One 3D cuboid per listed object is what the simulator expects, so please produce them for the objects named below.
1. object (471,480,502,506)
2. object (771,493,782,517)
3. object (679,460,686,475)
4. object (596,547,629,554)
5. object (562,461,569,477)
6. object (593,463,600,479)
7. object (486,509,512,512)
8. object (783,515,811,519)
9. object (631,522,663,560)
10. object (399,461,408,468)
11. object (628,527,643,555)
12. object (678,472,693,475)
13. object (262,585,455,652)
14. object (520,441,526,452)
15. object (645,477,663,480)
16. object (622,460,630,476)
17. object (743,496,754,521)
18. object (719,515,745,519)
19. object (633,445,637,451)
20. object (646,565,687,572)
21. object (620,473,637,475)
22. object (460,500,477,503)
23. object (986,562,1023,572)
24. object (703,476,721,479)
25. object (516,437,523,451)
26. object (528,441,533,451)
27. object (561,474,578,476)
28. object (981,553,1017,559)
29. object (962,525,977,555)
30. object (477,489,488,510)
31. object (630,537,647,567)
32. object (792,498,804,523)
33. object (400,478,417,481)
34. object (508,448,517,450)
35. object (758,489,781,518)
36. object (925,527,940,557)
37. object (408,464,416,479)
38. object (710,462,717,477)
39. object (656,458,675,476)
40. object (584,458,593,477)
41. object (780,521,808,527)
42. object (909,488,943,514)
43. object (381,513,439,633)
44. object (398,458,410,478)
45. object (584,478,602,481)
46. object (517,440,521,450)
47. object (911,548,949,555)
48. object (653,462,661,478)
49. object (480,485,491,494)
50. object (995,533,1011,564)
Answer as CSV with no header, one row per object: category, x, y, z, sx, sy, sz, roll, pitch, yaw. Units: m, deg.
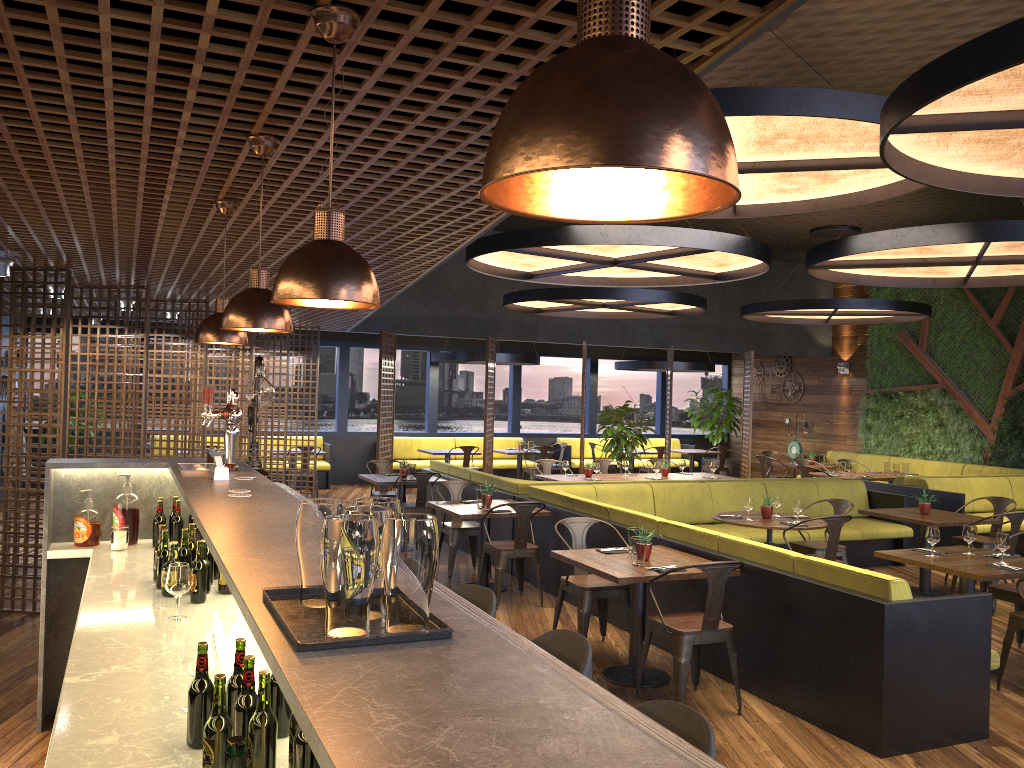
object,-0.223,1.011,8.328,0.260,0.271,0.238,2,-1,-22
object,2.458,1.123,8.238,0.097,0.206,0.097,2,-1,15
object,2.359,1.156,12.260,0.097,0.206,0.097,1,-1,22
object,0.719,1.145,6.122,0.255,0.019,0.157,2,-1,-24
object,0.695,1.101,11.530,0.097,0.206,0.097,1,-1,22
object,1.080,1.110,11.329,0.097,0.206,0.097,1,-1,22
object,-0.139,1.137,7.998,0.255,0.019,0.157,2,-1,-24
object,2.610,1.221,8.156,0.255,0.019,0.157,2,-1,-21
object,0.860,1.020,5.829,0.238,0.271,0.260,2,-1,-2
object,-1.341,1.048,10.951,0.102,0.178,0.102,2,-1,-8
object,0.832,1.067,5.998,0.102,0.178,0.102,2,-1,-38
object,2.431,1.253,12.416,0.157,0.019,0.255,2,-1,-23
object,-0.310,0.438,1.701,0.273,0.019,0.437,2,-1,-24
object,0.194,1.139,16.149,0.102,0.178,0.102,2,-1,-38
object,1.834,1.228,11.536,0.157,0.019,0.255,2,-1,-23
object,1.527,1.128,11.895,0.097,0.206,0.097,1,-1,22
object,2.111,1.110,7.919,0.097,0.206,0.097,1,-1,18
object,2.015,1.203,8.065,0.255,0.019,0.157,2,-1,9
object,2.373,1.210,17.103,0.102,0.178,0.102,2,-1,-38
object,0.945,1.146,5.525,0.255,0.019,0.157,2,-1,-24
object,1.600,1.226,12.051,0.157,0.019,0.255,2,-1,-23
object,-0.366,1.135,8.595,0.255,0.019,0.157,2,-1,-24
object,3.296,1.221,5.941,0.157,0.019,0.255,2,-1,-23
object,2.665,1.255,11.901,0.157,0.019,0.255,2,-1,-23
object,0.180,1.093,16.332,0.238,0.271,0.260,2,-1,-2
object,0.342,1.144,16.319,0.102,0.178,0.102,2,-1,-38
object,0.768,1.199,11.686,0.157,0.019,0.255,2,-1,-23
object,3.473,1.230,6.360,0.255,0.019,0.157,2,-1,-23
object,3.319,1.132,6.437,0.097,0.206,0.097,2,-1,-23
object,-0.274,1.054,8.096,0.102,0.178,0.102,2,-1,-38
object,0.799,1.063,5.612,0.102,0.178,0.102,2,-1,12
object,2.534,1.122,7.861,0.097,0.206,0.097,2,-1,1
object,-1.227,1.127,10.477,0.255,0.019,0.157,2,-1,-24
object,0.030,1.218,16.628,0.255,0.019,0.157,2,-1,-24
object,2.313,1.082,8.062,0.238,0.271,0.260,2,-1,-2
object,2.989,1.121,6.300,0.097,0.206,0.097,2,-1,-32
object,-1.203,1.050,10.661,0.102,0.178,0.102,2,-1,-18
object,2.744,1.165,12.059,0.097,0.206,0.097,1,-1,22
object,2.065,1.109,11.996,0.238,0.271,0.260,2,-1,-2
object,0.990,1.074,11.524,0.238,0.271,0.260,2,-1,-2
object,2.439,1.212,7.713,0.157,0.019,0.255,2,-1,-17
object,4.050,1.137,8.670,0.260,0.271,0.238,2,-1,12
object,-0.188,0.345,1.618,0.105,0.209,0.105,2,-1,11
object,-1.298,1.002,10.779,0.260,0.271,0.238,2,-1,-22
object,1.002,1.201,11.171,0.157,0.019,0.255,2,-1,-23
object,0.142,1.140,16.504,0.102,0.178,0.102,2,-1,-38
object,3.062,1.219,6.456,0.157,0.019,0.255,2,-1,-23
object,1.912,1.138,11.694,0.097,0.206,0.097,1,-1,22
object,-0.253,1.058,8.471,0.102,0.178,0.102,2,-1,-38
object,3.374,1.130,6.099,0.097,0.206,0.097,2,-1,-32
